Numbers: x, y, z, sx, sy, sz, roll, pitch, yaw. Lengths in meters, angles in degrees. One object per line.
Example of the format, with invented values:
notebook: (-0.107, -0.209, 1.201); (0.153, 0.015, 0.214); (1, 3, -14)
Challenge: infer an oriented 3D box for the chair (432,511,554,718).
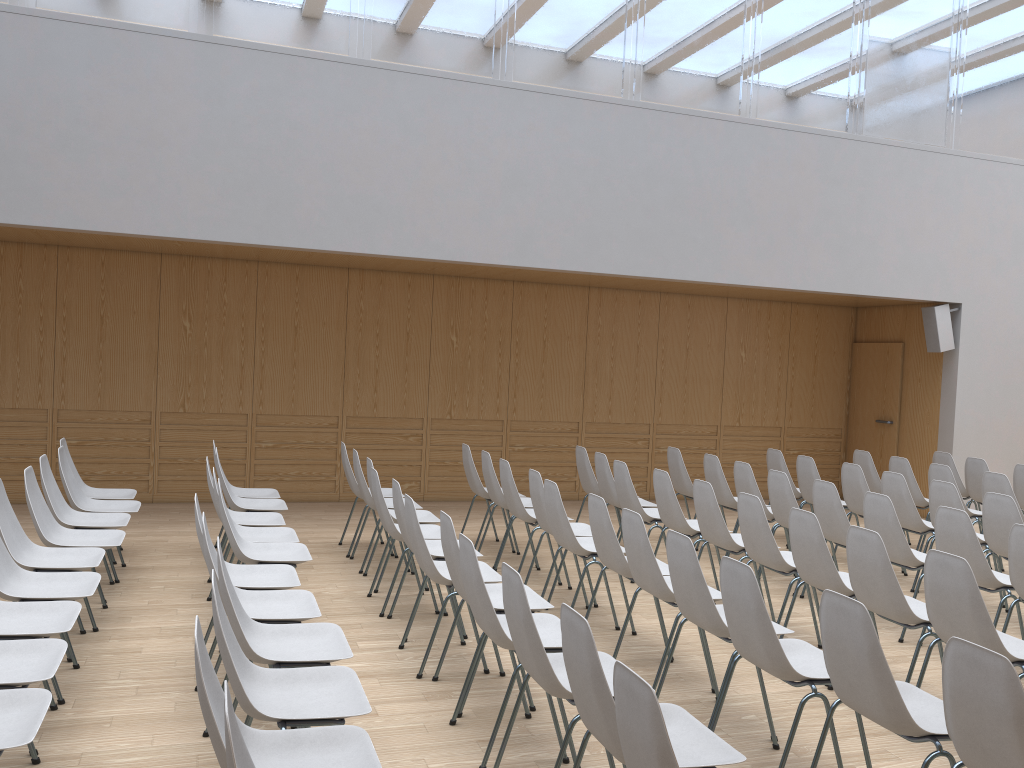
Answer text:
chair: (-0.095, 1.049, 4.233); (0.505, 0.876, 0.479); (2, 2, -19)

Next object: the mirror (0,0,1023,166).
mirror: (0.305, -3.727, 8.250); (17.828, 2.090, 0.253); (2, 2, -19)

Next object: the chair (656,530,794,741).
chair: (0.956, 1.106, 4.027); (0.505, 0.876, 0.479); (2, 2, -19)

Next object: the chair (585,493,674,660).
chair: (0.684, 1.064, 5.023); (0.505, 0.876, 0.479); (2, 2, -19)

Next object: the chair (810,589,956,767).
chair: (1.325, 1.152, 3.056); (0.505, 0.876, 0.479); (2, 2, -19)

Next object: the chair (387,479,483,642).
chair: (-0.458, 1.003, 5.227); (0.505, 0.876, 0.479); (2, 2, -19)

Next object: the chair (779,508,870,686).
chair: (1.776, 1.122, 4.851); (0.505, 0.876, 0.479); (2, 2, -19)

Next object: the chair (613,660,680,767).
chair: (0.508, 1.136, 2.223); (0.505, 0.876, 0.479); (2, 2, -19)

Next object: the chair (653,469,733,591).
chair: (1.268, 1.053, 6.365); (0.505, 0.876, 0.479); (2, 2, -19)

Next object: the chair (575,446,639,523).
chair: (0.813, 0.990, 7.810); (0.505, 0.876, 0.479); (2, 2, -19)

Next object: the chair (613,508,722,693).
chair: (0.818, 1.084, 4.566); (0.505, 0.876, 0.479); (2, 2, -19)

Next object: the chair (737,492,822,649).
chair: (1.623, 1.099, 5.364); (0.505, 0.876, 0.479); (2, 2, -19)

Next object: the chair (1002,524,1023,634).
chair: (2.891, 1.181, 4.670); (0.505, 0.876, 0.479); (2, 2, -19)

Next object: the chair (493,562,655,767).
chair: (0.212, 1.093, 3.231); (0.505, 0.876, 0.479); (2, 2, -19)

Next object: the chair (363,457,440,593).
chair: (-0.770, 0.960, 6.214); (0.505, 0.876, 0.479); (2, 2, -19)

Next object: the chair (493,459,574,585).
chair: (0.157, 0.995, 6.534); (0.505, 0.876, 0.479); (2, 2, -19)

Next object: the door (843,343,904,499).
door: (4.465, 0.497, 11.060); (0.108, 2.025, 0.873); (2, 2, -19)

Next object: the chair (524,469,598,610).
chair: (0.365, 1.020, 6.005); (0.505, 0.876, 0.479); (2, 2, -19)

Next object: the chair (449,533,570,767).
chair: (0.027, 1.070, 3.721); (0.505, 0.876, 0.479); (2, 2, -19)

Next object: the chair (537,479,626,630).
chair: (0.451, 1.038, 5.531); (0.505, 0.876, 0.479); (2, 2, -19)

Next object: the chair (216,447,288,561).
chair: (-1.885, 0.901, 6.394); (0.505, 0.876, 0.479); (2, 2, -19)

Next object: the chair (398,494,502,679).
chair: (-0.319, 1.026, 4.686); (0.505, 0.876, 0.479); (2, 2, -19)

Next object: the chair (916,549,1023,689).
chair: (2.066, 1.164, 3.862); (0.505, 0.876, 0.479); (2, 2, -19)

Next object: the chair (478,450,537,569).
chair: (0.007, 0.973, 7.039); (0.505, 0.876, 0.479); (2, 2, -19)

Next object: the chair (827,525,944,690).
chair: (1.915, 1.142, 4.375); (0.505, 0.876, 0.479); (2, 2, -19)

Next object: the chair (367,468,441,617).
chair: (-0.653, 0.981, 5.681); (0.505, 0.876, 0.479); (2, 2, -19)

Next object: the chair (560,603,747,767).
chair: (0.401, 1.117, 2.726); (0.505, 0.876, 0.479); (2, 2, -19)

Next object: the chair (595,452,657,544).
chair: (0.938, 1.009, 7.349); (0.505, 0.876, 0.479); (2, 2, -19)

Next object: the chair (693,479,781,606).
chair: (1.459, 1.077, 5.885); (0.505, 0.876, 0.479); (2, 2, -19)

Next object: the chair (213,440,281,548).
chair: (-2.061, 0.879, 6.863); (0.505, 0.876, 0.479); (2, 2, -19)

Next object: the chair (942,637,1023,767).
chair: (1.518, 1.175, 2.568); (0.505, 0.876, 0.479); (2, 2, -19)

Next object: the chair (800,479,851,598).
chair: (2.361, 1.111, 6.187); (0.505, 0.876, 0.479); (2, 2, -19)

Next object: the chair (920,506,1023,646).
chair: (2.746, 1.159, 5.190); (0.505, 0.876, 0.479); (2, 2, -19)

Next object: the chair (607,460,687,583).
chair: (1.032, 1.029, 6.811); (0.505, 0.876, 0.479); (2, 2, -19)

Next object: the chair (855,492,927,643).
chair: (2.513, 1.134, 5.669); (0.505, 0.876, 0.479); (2, 2, -19)

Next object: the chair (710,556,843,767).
chair: (1.083, 1.127, 3.520); (0.505, 0.876, 0.479); (2, 2, -19)

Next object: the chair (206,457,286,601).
chair: (-1.762, 0.923, 5.844); (0.505, 0.876, 0.479); (2, 2, -19)
